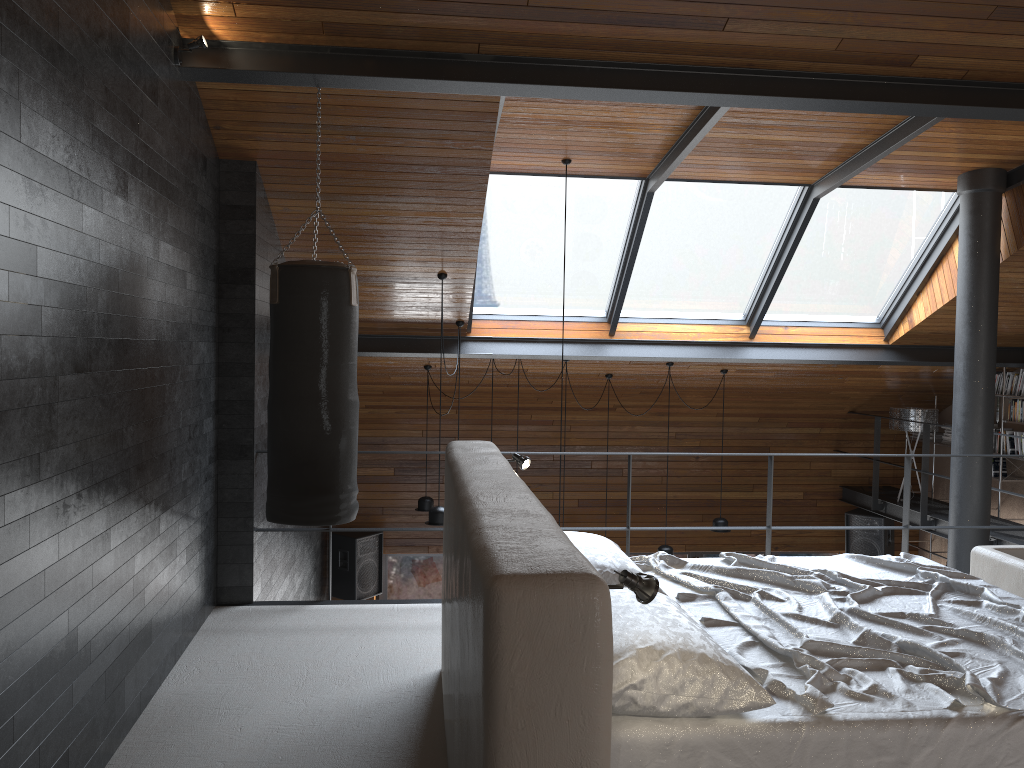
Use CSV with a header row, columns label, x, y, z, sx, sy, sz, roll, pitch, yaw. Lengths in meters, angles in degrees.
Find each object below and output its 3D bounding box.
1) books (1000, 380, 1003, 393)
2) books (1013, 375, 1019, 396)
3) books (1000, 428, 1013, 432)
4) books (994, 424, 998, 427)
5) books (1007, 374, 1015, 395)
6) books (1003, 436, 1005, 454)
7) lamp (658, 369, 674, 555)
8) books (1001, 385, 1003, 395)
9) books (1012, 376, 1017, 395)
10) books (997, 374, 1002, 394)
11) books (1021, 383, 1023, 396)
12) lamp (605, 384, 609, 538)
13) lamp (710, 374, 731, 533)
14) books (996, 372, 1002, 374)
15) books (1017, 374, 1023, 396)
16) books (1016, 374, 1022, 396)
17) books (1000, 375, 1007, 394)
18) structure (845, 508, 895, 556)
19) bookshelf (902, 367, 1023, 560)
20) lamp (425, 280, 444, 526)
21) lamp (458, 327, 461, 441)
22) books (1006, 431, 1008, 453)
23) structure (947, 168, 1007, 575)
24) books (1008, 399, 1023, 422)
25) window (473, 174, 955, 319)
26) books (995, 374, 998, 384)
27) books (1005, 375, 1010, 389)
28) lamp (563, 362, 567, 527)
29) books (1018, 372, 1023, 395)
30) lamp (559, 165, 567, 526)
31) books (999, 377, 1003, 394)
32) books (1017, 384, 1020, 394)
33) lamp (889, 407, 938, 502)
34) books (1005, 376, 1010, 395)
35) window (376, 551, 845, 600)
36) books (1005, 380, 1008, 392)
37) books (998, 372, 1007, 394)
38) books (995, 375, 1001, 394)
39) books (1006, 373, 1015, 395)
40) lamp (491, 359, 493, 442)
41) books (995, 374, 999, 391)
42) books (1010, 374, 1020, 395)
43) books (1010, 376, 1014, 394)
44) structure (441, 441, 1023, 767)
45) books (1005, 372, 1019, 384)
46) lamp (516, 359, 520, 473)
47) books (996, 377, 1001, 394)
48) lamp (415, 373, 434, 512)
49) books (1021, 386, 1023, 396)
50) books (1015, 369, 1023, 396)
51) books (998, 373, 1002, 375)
label,x,y,z,sx,sy,sz,roll,pitch,yaw
books,4.875,0.018,8.739,0.112,0.173,0.054,1,2,-6
books,4.912,0.012,8.550,0.123,0.201,0.071,1,2,-6
books,4.881,0.563,8.759,0.131,0.247,0.018,1,2,-6
books,4.871,0.541,9.036,0.143,0.268,0.020,1,2,-6
books,4.903,0.008,8.623,0.131,0.202,0.068,1,2,-6
books,4.887,0.581,8.707,0.133,0.219,0.058,1,2,-6
lamp,1.513,0.746,8.621,0.210,1.911,0.210,2,2,31
books,4.873,0.021,8.712,0.111,0.171,0.056,1,2,-6
books,4.911,0.016,8.568,0.126,0.194,0.064,1,2,-6
books,4.886,0.003,8.780,0.125,0.204,0.072,1,2,-6
books,4.939,0.011,8.436,0.164,0.214,0.066,1,2,-6
lamp,0.955,0.772,8.891,0.210,2.002,0.210,2,2,31
lamp,2.095,0.682,8.838,0.210,1.565,0.210,2,2,31
books,4.888,-0.012,8.880,0.129,0.226,0.069,1,2,-6
books,4.928,0.010,8.478,0.155,0.212,0.073,1,2,-6
books,4.916,0.007,8.511,0.117,0.218,0.073,1,2,-6
books,4.880,0.009,8.728,0.111,0.194,0.059,1,2,-6
structure,4.150,1.806,10.219,0.461,0.735,0.488,3,3,44
bookshelf,5.342,1.076,5.031,0.421,6.219,10.739,1,2,-6
lamp,-0.541,0.132,6.708,0.210,1.854,0.210,2,2,31
lamp,-0.451,0.107,7.549,0.210,1.206,0.210,2,2,31
books,4.904,0.575,8.663,0.148,0.233,0.053,1,2,-6
structure,3.493,1.248,6.493,1.197,5.700,1.689,1,2,-6
books,4.905,0.256,8.473,0.130,0.216,0.311,1,2,-6
window,1.618,-1.133,7.524,3.818,1.031,1.213,1,2,-6
books,4.886,0.003,8.844,0.139,0.199,0.074,1,2,-6
books,4.880,0.011,8.673,0.111,0.194,0.059,1,2,-6
lamp,0.497,0.797,8.429,0.210,2.034,0.210,2,2,31
books,4.912,-0.003,8.441,0.148,0.229,0.073,1,2,-6
lamp,0.362,0.019,6.424,0.210,3.208,0.210,2,2,16
books,4.880,0.015,8.749,0.117,0.180,0.059,1,2,-6
books,4.930,0.017,8.501,0.137,0.198,0.063,1,2,-6
lamp,4.300,0.759,9.524,0.475,1.002,0.475,2,2,18
books,4.898,0.012,8.653,0.138,0.189,0.065,1,2,-6
window,1.288,2.654,10.796,5.936,1.522,0.101,1,2,-6
books,4.883,0.021,8.668,0.112,0.173,0.054,1,2,-6
books,4.899,-0.004,8.759,0.161,0.220,0.074,1,2,-6
books,4.878,0.004,8.809,0.127,0.197,0.063,1,2,-6
books,4.902,0.003,8.636,0.137,0.213,0.068,1,2,-6
lamp,-0.192,0.718,8.189,0.210,2.036,0.210,2,2,31
books,4.870,0.004,8.819,0.127,0.197,0.063,1,2,-6
books,4.908,0.004,8.579,0.133,0.215,0.070,1,2,-6
books,4.911,0.015,8.610,0.120,0.186,0.064,1,2,-6
structure,2.079,0.900,3.236,4.614,1.120,2.634,1,2,-6
books,4.886,-0.005,8.683,0.122,0.227,0.076,1,2,-6
lamp,0.045,0.799,8.056,0.210,2.273,0.210,2,2,31
books,4.874,0.019,8.800,0.119,0.169,0.058,1,2,-6
lamp,-0.820,0.530,8.538,0.210,1.369,0.210,2,2,31
books,4.918,-0.002,8.395,0.148,0.229,0.073,1,2,-6
books,4.934,-0.016,8.523,0.143,0.264,0.088,1,2,-6
books,4.904,-0.005,8.830,0.177,0.214,0.064,1,2,-6
